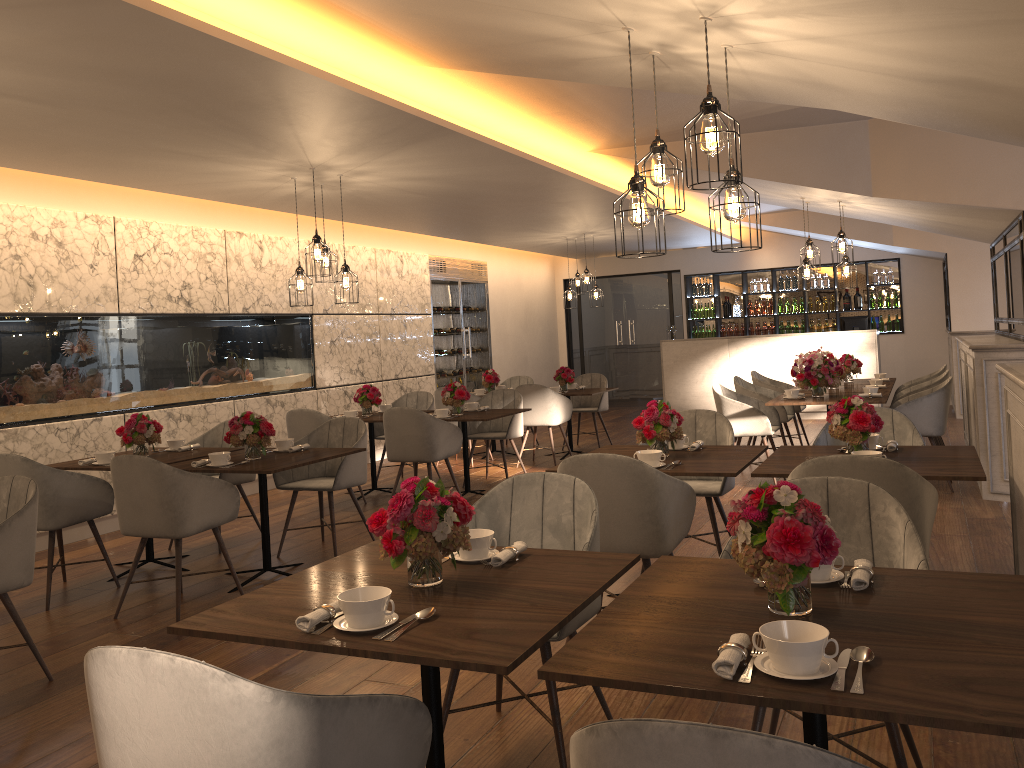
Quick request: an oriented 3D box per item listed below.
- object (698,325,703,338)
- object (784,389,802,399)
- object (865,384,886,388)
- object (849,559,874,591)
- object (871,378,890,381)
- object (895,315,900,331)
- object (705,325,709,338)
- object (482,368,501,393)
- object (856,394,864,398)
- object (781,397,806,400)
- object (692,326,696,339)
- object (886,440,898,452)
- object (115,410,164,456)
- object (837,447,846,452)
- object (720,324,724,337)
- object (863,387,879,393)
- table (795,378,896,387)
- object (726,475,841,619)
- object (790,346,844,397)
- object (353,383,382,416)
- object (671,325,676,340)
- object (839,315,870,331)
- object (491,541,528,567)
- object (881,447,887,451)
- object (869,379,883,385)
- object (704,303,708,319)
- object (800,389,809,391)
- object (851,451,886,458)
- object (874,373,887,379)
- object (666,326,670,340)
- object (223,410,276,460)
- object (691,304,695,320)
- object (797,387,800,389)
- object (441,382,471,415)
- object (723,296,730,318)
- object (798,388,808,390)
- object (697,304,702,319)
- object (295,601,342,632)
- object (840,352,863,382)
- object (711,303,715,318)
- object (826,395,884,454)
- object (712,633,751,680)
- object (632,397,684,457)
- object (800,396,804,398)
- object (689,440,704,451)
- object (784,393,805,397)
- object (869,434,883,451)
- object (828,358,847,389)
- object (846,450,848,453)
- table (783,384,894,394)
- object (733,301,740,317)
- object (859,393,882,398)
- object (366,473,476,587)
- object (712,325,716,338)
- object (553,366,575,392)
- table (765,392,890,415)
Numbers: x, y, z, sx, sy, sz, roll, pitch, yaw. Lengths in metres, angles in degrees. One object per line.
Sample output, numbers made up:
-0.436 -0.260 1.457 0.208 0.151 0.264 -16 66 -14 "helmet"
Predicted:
3.136 -0.847 14.731 0.065 0.261 0.066 -3 0 4 "object"
2.346 0.085 7.409 0.148 0.072 0.148 -4 3 -22 "object"
3.258 0.024 7.928 0.175 0.039 0.056 -2 2 25 "object"
0.848 0.462 2.148 0.056 0.039 0.176 -2 3 25 "object"
3.635 -0.040 8.740 0.175 0.039 0.056 -2 2 25 "object"
5.856 -0.931 13.466 0.065 0.261 0.066 -3 0 4 "object"
3.236 -0.851 14.685 0.065 0.261 0.066 -3 0 4 "object"
-0.236 -0.042 10.300 0.234 0.301 0.305 -3 1 0 "object"
2.872 0.095 7.117 0.192 0.024 0.025 -2 2 25 "object"
2.318 0.121 7.298 0.197 0.015 0.043 -2 3 21 "object"
3.036 -0.844 14.778 0.065 0.261 0.066 -3 0 4 "object"
1.825 0.297 4.253 0.056 0.039 0.176 -2 3 25 "object"
-2.411 0.320 5.725 0.234 0.301 0.306 -3 1 27 "object"
1.619 0.316 4.327 0.043 0.015 0.197 -2 3 29 "object"
3.457 -0.857 14.582 0.065 0.261 0.066 -3 0 4 "object"
2.912 0.065 7.186 0.148 0.072 0.148 -4 3 -22 "object"
3.424 0.339 8.994 0.895 0.721 0.898 -2 2 25 "table"
0.613 0.352 1.977 0.234 0.301 0.305 -3 1 0 "object"
2.561 -0.107 7.445 0.419 0.425 0.406 -3 1 13 "object"
-1.324 0.136 8.060 0.234 0.301 0.305 -4 2 -43 "object"
2.407 -0.765 13.147 0.065 0.208 0.146 -3 1 16 "object"
4.749 -0.773 12.232 0.408 0.329 0.130 -3 0 2 "object"
-0.008 0.488 2.546 0.056 0.039 0.176 -2 3 25 "object"
1.790 0.305 4.259 0.025 0.024 0.193 -3 3 25 "object"
3.305 -0.001 8.031 0.148 0.072 0.148 -4 3 -22 "object"
3.217 -1.213 14.687 0.065 0.261 0.066 -3 0 4 "object"
2.710 0.055 8.144 0.197 0.015 0.043 -2 3 21 "object"
1.497 0.325 3.734 0.148 0.072 0.148 -3 2 -7 "object"
3.682 -0.065 8.844 0.148 0.072 0.148 -4 3 -22 "object"
2.327 -0.762 13.179 0.065 0.208 0.065 -3 0 16 "object"
-1.561 0.296 5.297 0.305 0.301 0.234 -3 1 3 "object"
3.016 -1.207 14.780 0.065 0.261 0.066 -3 0 4 "object"
2.787 0.027 8.358 0.175 0.039 0.056 -2 2 25 "object"
-0.475 0.113 7.634 0.234 0.301 0.305 -4 1 -32 "object"
3.522 -1.271 14.548 0.104 0.359 0.104 -3 0 -3 "object"
2.738 0.018 8.255 0.148 0.072 0.148 -4 3 -22 "object"
3.116 -1.210 14.733 0.065 0.261 0.066 -3 0 4 "object"
-0.438 0.536 2.074 0.056 0.039 0.176 -2 3 25 "object"
3.392 -0.173 8.954 0.305 0.301 0.234 -4 1 -18 "object"
3.317 -1.216 14.640 0.065 0.261 0.066 -3 0 4 "object"
1.590 0.186 4.082 0.234 0.301 0.305 -3 1 0 "object"
0.418 0.510 1.676 0.056 0.039 0.176 -2 3 25 "object"
0.734 0.213 4.466 0.234 0.301 0.306 -2 2 44 "object"
2.389 0.103 7.477 0.192 0.024 0.025 -2 2 25 "object"
0.969 0.323 4.651 0.056 0.039 0.176 -2 3 25 "object"
2.395 0.093 7.513 0.175 0.039 0.056 -2 2 25 "object"
1.721 0.283 4.301 0.148 0.072 0.148 -3 2 -7 "object"
2.983 -0.110 8.244 0.234 0.301 0.306 -2 2 44 "object"
1.641 0.321 4.310 0.022 0.004 0.211 -2 3 25 "object"
3.029 0.406 8.142 0.895 0.721 0.898 -2 2 25 "table"
3.672 -1.235 14.472 0.108 0.282 0.108 -3 0 -19 "object"
2.865 0.090 7.082 0.175 0.039 0.056 -2 2 25 "object"
-0.242 0.379 2.361 0.234 0.301 0.306 -2 2 44 "object"
3.337 -0.854 14.638 0.065 0.261 0.066 -3 0 4 "object"
0.576 -0.066 9.930 0.234 0.301 0.305 -3 1 -18 "object"
2.634 0.473 7.291 0.895 0.721 0.898 -2 2 25 "table"
